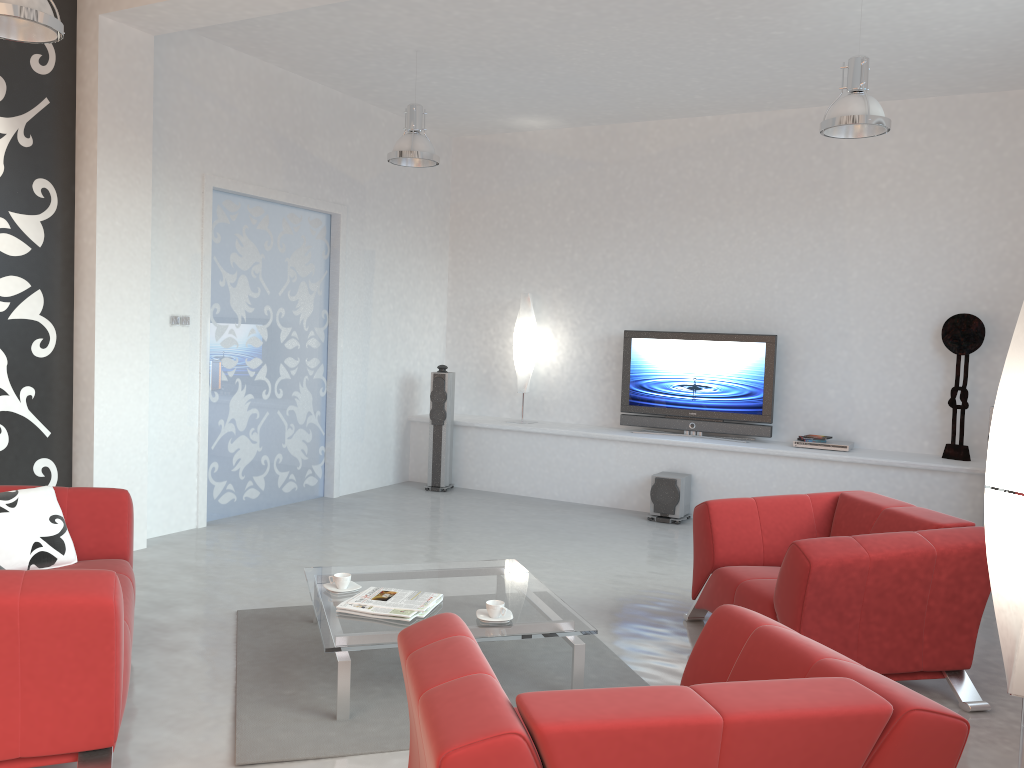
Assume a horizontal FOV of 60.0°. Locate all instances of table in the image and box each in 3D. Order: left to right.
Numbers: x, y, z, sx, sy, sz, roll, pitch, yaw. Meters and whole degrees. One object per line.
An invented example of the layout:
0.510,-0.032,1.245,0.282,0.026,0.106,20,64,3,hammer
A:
-0.347,1.100,4.026,1.097,0.286,1.162,1,3,-17,table

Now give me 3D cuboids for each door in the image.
-1.960,-0.256,7.130,0.240,2.550,1.600,4,4,28,door

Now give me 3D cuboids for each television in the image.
1.620,0.005,7.830,1.356,0.919,0.343,4,4,28,television

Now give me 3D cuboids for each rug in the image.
-0.364,1.245,4.031,1.700,0.025,1.700,1,3,-17,rug

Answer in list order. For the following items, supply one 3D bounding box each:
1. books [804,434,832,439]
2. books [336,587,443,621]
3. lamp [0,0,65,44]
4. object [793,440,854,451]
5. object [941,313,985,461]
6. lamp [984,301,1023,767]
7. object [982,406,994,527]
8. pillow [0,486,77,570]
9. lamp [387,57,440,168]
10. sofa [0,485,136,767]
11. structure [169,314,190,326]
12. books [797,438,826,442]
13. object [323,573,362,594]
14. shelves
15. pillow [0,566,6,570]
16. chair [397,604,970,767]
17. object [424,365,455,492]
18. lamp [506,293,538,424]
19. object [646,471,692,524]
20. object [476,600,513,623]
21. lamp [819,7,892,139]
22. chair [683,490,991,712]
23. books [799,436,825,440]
2.530,0.437,7.326,0.190,0.015,0.135,5,4,38,books
-0.511,0.944,3.831,0.367,0.035,0.345,3,3,18,books
-2.109,-1.912,3.759,0.379,0.800,0.379,3,3,21,lamp
2.580,0.498,7.335,0.430,0.045,0.352,4,4,28,object
3.465,0.021,6.849,0.108,1.130,0.331,0,4,-37,object
1.655,0.501,2.791,0.313,1.779,0.313,3,3,20,lamp
3.431,0.679,6.198,0.255,1.184,0.273,5,4,43,object
-2.156,0.645,3.875,0.288,0.343,0.402,4,4,35,pillow
-0.699,-2.004,6.406,0.379,0.800,0.379,4,3,24,lamp
-1.969,0.854,3.409,0.951,0.738,1.929,1,3,-22,sofa
-2.319,-0.444,6.199,0.016,0.080,0.170,4,4,28,structure
2.485,0.464,7.353,0.190,0.015,0.135,2,3,-7,books
-0.773,0.906,4.047,0.153,0.069,0.153,0,4,-36,object
1.552,0.492,7.751,5.500,0.050,0.650,4,4,28,shelves
-1.788,0.709,2.950,0.402,0.343,0.288,3,3,20,pillow
0.315,1.002,2.257,1.288,0.738,0.951,1,3,-12,chair
-0.666,0.409,8.376,0.255,1.184,0.273,3,3,13,object
0.121,-0.250,8.526,0.263,1.239,0.263,3,3,20,lamp
1.314,0.942,7.371,0.336,0.374,0.337,4,4,28,object
-0.072,0.950,3.717,0.153,0.069,0.153,2,3,-6,object
1.955,-1.828,4.998,0.379,0.800,0.379,1,3,-22,lamp
1.486,0.940,4.191,0.951,0.738,1.288,1,3,-12,chair
2.487,0.449,7.355,0.190,0.015,0.135,3,3,8,books
